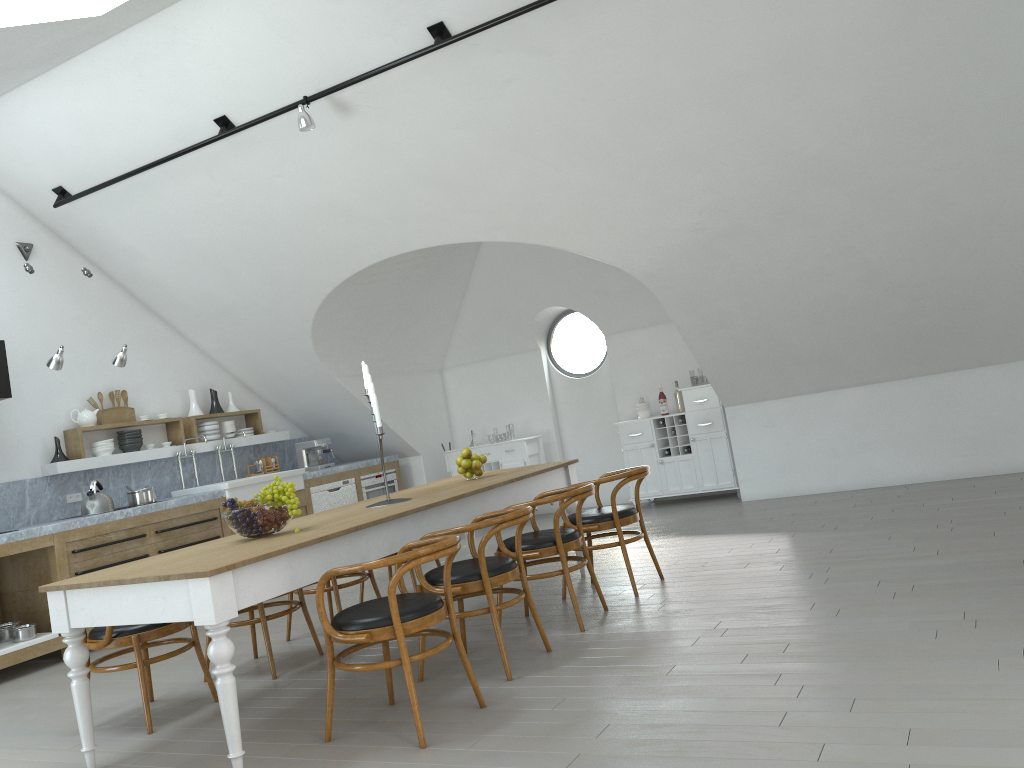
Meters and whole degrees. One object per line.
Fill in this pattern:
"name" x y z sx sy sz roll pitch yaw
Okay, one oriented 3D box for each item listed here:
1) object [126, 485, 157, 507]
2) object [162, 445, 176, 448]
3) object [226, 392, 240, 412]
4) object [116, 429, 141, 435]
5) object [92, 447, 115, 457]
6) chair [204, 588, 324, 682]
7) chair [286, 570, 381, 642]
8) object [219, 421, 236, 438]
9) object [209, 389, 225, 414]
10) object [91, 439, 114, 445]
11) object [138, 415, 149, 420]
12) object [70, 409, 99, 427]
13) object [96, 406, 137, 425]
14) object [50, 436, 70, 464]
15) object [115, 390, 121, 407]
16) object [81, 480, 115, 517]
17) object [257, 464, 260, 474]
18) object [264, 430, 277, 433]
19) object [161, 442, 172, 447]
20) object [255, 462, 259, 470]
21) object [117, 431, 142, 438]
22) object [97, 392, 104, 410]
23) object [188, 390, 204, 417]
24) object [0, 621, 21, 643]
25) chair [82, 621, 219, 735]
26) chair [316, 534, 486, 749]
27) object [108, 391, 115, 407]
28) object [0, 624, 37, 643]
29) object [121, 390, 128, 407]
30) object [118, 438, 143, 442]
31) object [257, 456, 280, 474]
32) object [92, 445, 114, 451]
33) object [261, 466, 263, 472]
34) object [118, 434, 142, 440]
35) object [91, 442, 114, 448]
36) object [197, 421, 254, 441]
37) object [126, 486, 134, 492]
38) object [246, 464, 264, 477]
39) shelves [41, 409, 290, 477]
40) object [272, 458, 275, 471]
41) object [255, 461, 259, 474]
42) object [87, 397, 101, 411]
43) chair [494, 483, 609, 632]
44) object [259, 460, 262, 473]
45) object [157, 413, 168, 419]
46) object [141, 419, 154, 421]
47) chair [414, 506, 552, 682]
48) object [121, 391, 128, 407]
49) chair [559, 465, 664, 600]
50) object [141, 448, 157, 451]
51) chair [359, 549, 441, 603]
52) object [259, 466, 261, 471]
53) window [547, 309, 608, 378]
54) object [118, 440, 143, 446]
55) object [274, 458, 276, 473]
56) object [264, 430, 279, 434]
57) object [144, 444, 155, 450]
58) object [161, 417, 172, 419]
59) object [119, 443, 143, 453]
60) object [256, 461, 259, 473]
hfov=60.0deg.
"object" -3.063 0.937 7.445 0.232 0.170 0.394 -10 -2 8
"object" -3.242 0.597 8.326 0.164 0.012 0.163 -8 -3 -44
"object" -2.890 0.187 9.130 0.156 0.219 0.156 -10 -3 9
"object" -3.443 0.454 7.977 0.205 0.080 0.206 -11 -3 31
"object" -3.552 0.598 7.712 0.181 0.064 0.180 -8 -3 -39
"chair" -1.509 1.261 5.078 0.620 0.736 0.527 -11 -3 25
"chair" -1.217 1.236 5.748 0.620 0.736 0.528 -12 -4 31
"object" -2.868 0.460 8.964 0.158 0.160 0.153 -8 -4 -34
"object" -2.993 0.172 8.929 0.155 0.268 0.156 -12 -4 32
"object" -3.563 0.524 7.720 0.181 0.076 0.180 -9 -3 -24
"object" -3.389 0.320 8.162 0.098 0.049 0.098 -11 -3 26
"object" -3.681 0.294 7.653 0.174 0.169 0.168 -10 -3 12
"object" -3.541 0.285 7.929 0.084 0.158 0.354 -12 -3 28
"object" -3.772 0.543 7.372 0.156 0.219 0.156 -10 -3 9
"object" -3.529 0.204 7.960 0.019 0.300 0.057 -12 -4 28
"object" -3.296 0.895 7.025 0.245 0.268 0.246 -12 -4 38
"object" -2.614 0.900 9.159 0.019 0.179 0.044 -9 -4 -7
"object" -2.603 0.519 9.499 0.213 0.025 0.213 -10 -2 16
"object" -3.246 0.574 8.327 0.098 0.049 0.098 -11 -3 26
"object" -2.636 0.892 9.200 0.040 0.193 0.042 -8 -4 -24
"object" -3.436 0.480 7.975 0.205 0.084 0.205 -8 -3 -34
"object" -3.619 0.214 7.835 0.027 0.300 0.055 -12 -4 28
"object" -3.120 0.186 8.699 0.156 0.268 0.156 -11 -3 17
"object" -3.595 1.752 6.295 0.182 0.134 0.307 -8 -3 -37
"chair" -1.903 1.307 4.468 0.620 0.736 0.528 -11 -4 28
"chair" -0.451 1.026 3.623 0.619 0.736 0.528 -12 -4 31
"object" -3.563 0.208 7.939 0.040 0.300 0.061 -12 -4 26
"object" -3.410 1.723 6.141 0.260 0.113 0.153 -11 -3 27
"object" -3.501 0.202 8.018 0.039 0.298 0.068 -12 -4 28
"object" -3.422 0.526 7.965 0.205 0.086 0.205 -9 -2 -19
"object" -2.566 0.878 9.359 0.103 0.223 0.200 -12 -4 28
"object" -3.556 0.576 7.713 0.181 0.065 0.180 -9 -2 -24
"object" -2.593 0.897 9.190 0.044 0.179 0.019 -11 -4 13
"object" -3.431 0.505 7.969 0.205 0.072 0.205 -10 -2 16
"object" -3.559 0.553 7.717 0.181 0.069 0.180 -8 -3 -44
"object" -2.889 0.466 8.975 0.197 0.196 0.657 -11 -3 28
"object" -3.134 0.920 7.392 0.235 0.167 0.051 -11 -4 23
"object" -2.657 0.913 9.156 0.100 0.172 0.173 -12 -3 30
"shelves" -3.800 0.057 7.206 0.479 1.364 5.552 -11 -3 23
"object" -2.515 0.878 9.370 0.040 0.193 0.042 -9 -4 -12
"object" -2.630 0.893 9.173 0.019 0.196 0.022 -11 -4 16
"object" -3.632 0.232 7.800 0.016 0.259 0.199 -13 -4 39
"chair" 0.214 0.959 4.917 0.620 0.736 0.527 -11 -3 23
"object" -2.594 0.884 9.177 0.040 0.193 0.042 -8 -4 -25
"object" -3.288 0.309 8.351 0.098 0.049 0.098 -11 -3 26
"object" -3.385 0.343 8.160 0.164 0.012 0.163 -8 -3 -44
"chair" -0.143 0.998 4.283 0.620 0.736 0.528 -11 -4 28
"object" -3.499 0.203 8.059 0.030 0.294 0.057 -12 -4 28
"chair" 0.615 0.913 5.522 0.620 0.736 0.528 -12 -4 31
"object" -3.333 0.606 8.156 0.164 0.012 0.163 -8 -3 -44
"chair" -0.867 1.199 6.381 0.620 0.736 0.527 -11 -3 25
"object" -2.610 0.891 9.185 0.023 0.196 0.018 -11 -4 23
"window" 0.776 -0.472 10.210 0.897 0.901 0.060 -11 -4 28
"object" -3.424 0.554 7.963 0.205 0.086 0.205 -9 -3 -24
"object" -2.515 0.882 9.397 0.018 0.196 0.022 -12 -4 29
"object" -2.602 0.527 9.499 0.213 0.025 0.213 -10 -2 16
"object" -3.337 0.583 8.158 0.098 0.049 0.098 -11 -3 26
"object" -3.284 0.332 8.349 0.164 0.012 0.163 -8 -3 -44
"object" -3.419 0.580 7.962 0.205 0.072 0.205 -10 -2 16
"object" -2.631 0.894 9.184 0.020 0.196 0.018 -13 -5 38
